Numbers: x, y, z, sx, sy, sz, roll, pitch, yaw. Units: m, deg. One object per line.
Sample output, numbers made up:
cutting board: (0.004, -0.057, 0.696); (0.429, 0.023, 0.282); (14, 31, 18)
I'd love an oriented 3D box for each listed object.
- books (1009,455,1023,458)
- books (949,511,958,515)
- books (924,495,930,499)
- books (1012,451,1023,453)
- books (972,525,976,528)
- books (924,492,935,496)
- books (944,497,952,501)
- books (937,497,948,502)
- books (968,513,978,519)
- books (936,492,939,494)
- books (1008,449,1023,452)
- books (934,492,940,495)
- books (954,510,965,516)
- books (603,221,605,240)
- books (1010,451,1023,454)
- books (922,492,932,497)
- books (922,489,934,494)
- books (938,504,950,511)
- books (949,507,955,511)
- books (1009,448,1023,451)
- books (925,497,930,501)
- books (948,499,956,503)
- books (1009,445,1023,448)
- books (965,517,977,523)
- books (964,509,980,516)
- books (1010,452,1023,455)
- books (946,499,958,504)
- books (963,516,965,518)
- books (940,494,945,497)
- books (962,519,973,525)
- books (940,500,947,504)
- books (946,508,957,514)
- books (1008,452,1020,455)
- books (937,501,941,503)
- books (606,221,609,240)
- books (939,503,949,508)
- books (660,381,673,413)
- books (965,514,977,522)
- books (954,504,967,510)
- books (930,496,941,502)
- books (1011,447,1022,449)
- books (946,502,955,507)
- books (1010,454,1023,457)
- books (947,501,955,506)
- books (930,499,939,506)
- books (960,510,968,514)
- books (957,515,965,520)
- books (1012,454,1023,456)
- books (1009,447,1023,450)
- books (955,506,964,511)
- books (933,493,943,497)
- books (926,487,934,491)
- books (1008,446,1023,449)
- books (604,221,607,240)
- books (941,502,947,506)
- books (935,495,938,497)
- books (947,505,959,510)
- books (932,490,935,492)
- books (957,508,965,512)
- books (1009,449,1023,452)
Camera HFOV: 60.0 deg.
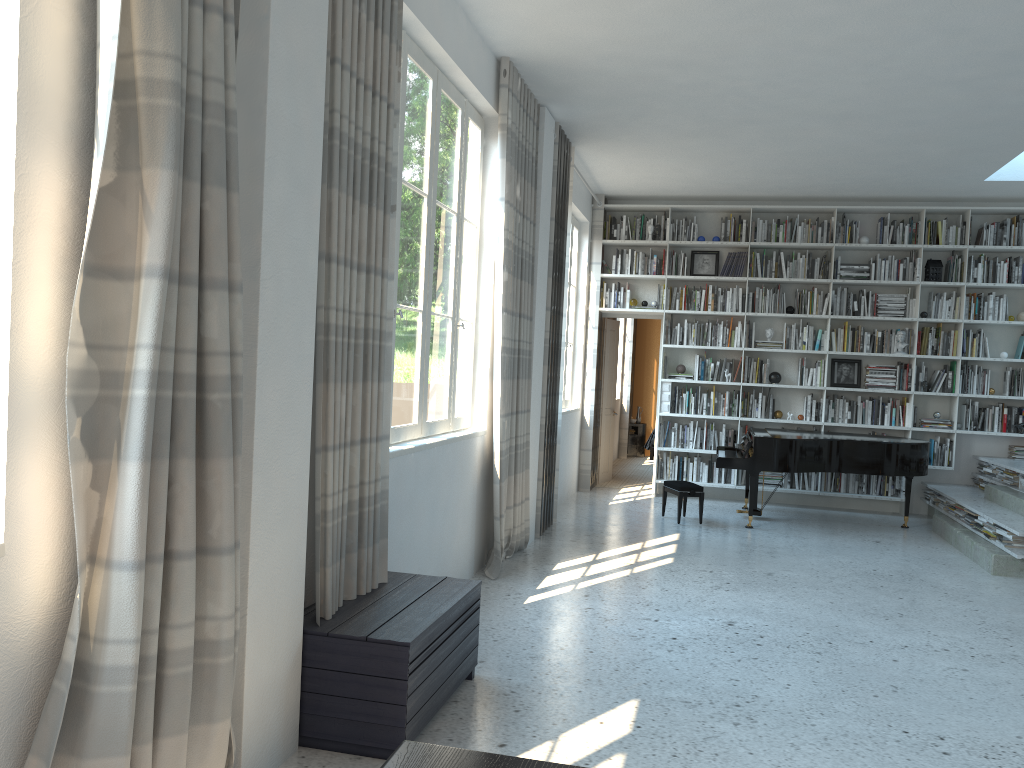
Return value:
books: (5.182, 0.731, 8.880); (0.345, 0.007, 0.193); (3, 1, 18)
books: (4.094, 1.183, 8.088); (0.157, 0.014, 0.180); (3, 1, 10)
books: (4.291, 1.151, 8.979); (0.179, 0.012, 0.261); (3, 1, 16)
books: (5.189, 0.686, 8.878); (0.308, 0.008, 0.195); (3, 1, 18)
books: (3.955, 1.190, 7.484); (0.142, 0.012, 0.291); (3, 1, 17)
books: (4.293, 1.115, 8.977); (0.187, 0.009, 0.211); (3, 1, 12)
books: (4.080, 1.057, 8.089); (0.193, 0.005, 0.224); (3, 1, 9)
books: (4.157, 1.099, 8.391); (0.180, 0.015, 0.294); (3, 1, 11)
books: (3.961, 1.115, 7.481); (0.142, 0.017, 0.239); (3, 1, 9)
books: (4.253, 1.076, 8.685); (0.135, 0.014, 0.297); (3, 1, 14)
books: (5.190, 0.679, 8.883); (0.345, 0.007, 0.193); (3, 1, 10)
books: (4.248, 1.086, 8.686); (0.126, 0.005, 0.290); (3, 1, 8)
books: (4.016, 1.141, 7.787); (0.182, 0.013, 0.287); (3, 1, 14)
books: (1.019, -1.672, 9.784); (0.014, 0.219, 0.188); (3, 2, 13)
books: (5.189, 0.694, 8.892); (0.308, 0.008, 0.195); (3, 1, 13)
books: (4.290, 1.126, 8.978); (0.177, 0.012, 0.278); (3, 1, 9)
books: (4.286, 1.091, 8.978); (0.191, 0.013, 0.243); (3, 1, 9)
books: (4.154, 1.173, 8.394); (0.177, 0.026, 0.230); (3, 1, 16)
books: (4.096, 1.150, 8.087); (0.165, 0.012, 0.205); (3, 1, 13)
books: (5.190, 0.664, 8.877); (0.345, 0.007, 0.193); (3, 1, 8)
books: (4.300, 1.174, 8.977); (0.171, 0.016, 0.241); (3, 1, 13)
books: (4.094, 1.066, 8.085); (0.174, 0.011, 0.227); (3, 1, 12)
books: (5.193, 0.634, 8.884); (0.345, 0.007, 0.193); (3, 1, 15)
books: (3.946, 1.154, 7.486); (0.177, 0.011, 0.220); (3, 1, 15)
books: (3.949, 1.091, 7.483); (0.170, 0.014, 0.281); (3, 1, 10)
books: (5.186, 0.701, 8.879); (0.308, 0.008, 0.195); (3, 1, 8)
books: (4.090, 1.079, 8.087); (0.171, 0.015, 0.252); (3, 1, 10)
books: (4.038, 1.174, 7.783); (0.128, 0.005, 0.296); (3, 1, 15)
books: (4.169, 1.071, 8.388); (0.159, 0.006, 0.285); (3, 1, 15)
books: (3.936, 1.171, 7.488); (0.189, 0.009, 0.290); (3, 1, 16)
books: (4.159, 1.117, 8.391); (0.171, 0.020, 0.193); (3, 1, 17)
books: (4.091, 1.161, 8.088); (0.159, 0.012, 0.292); (3, 1, 10)
books: (5.187, 0.709, 8.887); (0.345, 0.007, 0.193); (3, 1, 11)
books: (4.238, 1.149, 8.690); (0.147, 0.012, 0.206); (3, 1, 8)
books: (1.063, -1.672, 9.786); (0.023, 0.223, 0.151); (3, 2, 13)
books: (4.162, 1.153, 8.392); (0.172, 0.014, 0.221); (3, 1, 14)
books: (1.678, 0.142, 9.646); (0.106, 0.340, 0.307); (3, 2, 13)
books: (3.949, 1.136, 7.485); (0.160, 0.025, 0.244); (3, 1, 8)
books: (4.016, 1.084, 7.786); (0.179, 0.012, 0.249); (3, 1, 10)
books: (4.219, 1.128, 8.694); (0.191, 0.028, 0.212); (3, 1, 17)
books: (5.192, 0.649, 8.884); (0.308, 0.008, 0.195); (3, 1, 15)
books: (4.088, 1.107, 8.088); (0.169, 0.009, 0.241); (3, 1, 9)
books: (5.183, 0.724, 8.883); (0.308, 0.008, 0.195); (3, 1, 17)
books: (4.082, 1.094, 8.089); (0.182, 0.016, 0.199); (3, 1, 18)
books: (4.225, 1.169, 8.693); (0.189, 0.030, 0.237); (3, 1, 13)
books: (4.030, 1.118, 7.783); (0.155, 0.009, 0.297); (3, 1, 14)
books: (4.016, 1.180, 7.788); (0.161, 0.008, 0.254); (3, 1, 18)
books: (5.185, 0.716, 8.888); (0.308, 0.008, 0.195); (3, 1, 15)
books: (5.192, 0.657, 8.885); (0.345, 0.007, 0.193); (3, 1, 15)
books: (4.019, 1.097, 7.785); (0.165, 0.014, 0.235); (3, 1, 8)
books: (4.238, 1.092, 8.689); (0.160, 0.009, 0.291); (3, 1, 15)
books: (4.308, 1.061, 8.973); (0.158, 0.014, 0.234); (3, 1, 11)
books: (5.193, 0.642, 8.884); (0.345, 0.007, 0.193); (3, 1, 11)
books: (1.042, -1.676, 9.801); (0.024, 0.228, 0.129); (3, 2, 13)
books: (4.175, 1.143, 8.388); (0.149, 0.007, 0.300); (3, 1, 13)
books: (4.249, 1.106, 8.686); (0.143, 0.019, 0.230); (3, 1, 14)
books: (4.092, 1.130, 8.087); (0.159, 0.011, 0.246); (3, 1, 9)
books: (4.321, 1.078, 8.970); (0.133, 0.017, 0.231); (3, 1, 14)
books: (4.026, 1.109, 7.784); (0.169, 0.009, 0.241); (3, 1, 13)
books: (5.191, 0.671, 8.885); (0.345, 0.007, 0.193); (3, 1, 15)
